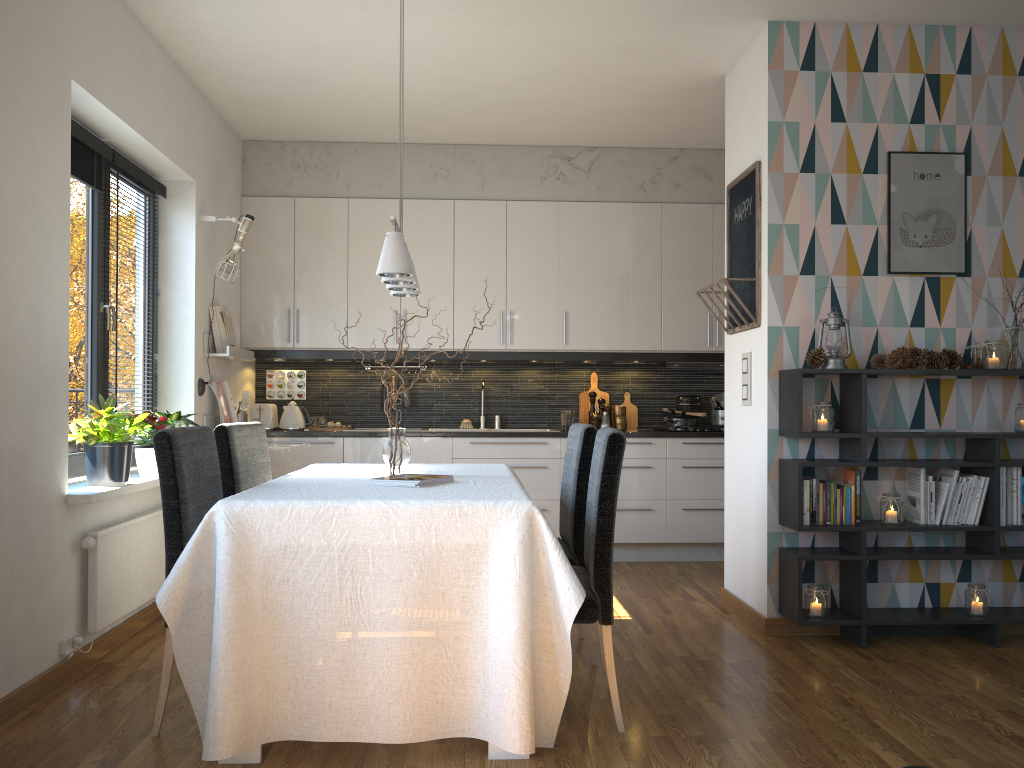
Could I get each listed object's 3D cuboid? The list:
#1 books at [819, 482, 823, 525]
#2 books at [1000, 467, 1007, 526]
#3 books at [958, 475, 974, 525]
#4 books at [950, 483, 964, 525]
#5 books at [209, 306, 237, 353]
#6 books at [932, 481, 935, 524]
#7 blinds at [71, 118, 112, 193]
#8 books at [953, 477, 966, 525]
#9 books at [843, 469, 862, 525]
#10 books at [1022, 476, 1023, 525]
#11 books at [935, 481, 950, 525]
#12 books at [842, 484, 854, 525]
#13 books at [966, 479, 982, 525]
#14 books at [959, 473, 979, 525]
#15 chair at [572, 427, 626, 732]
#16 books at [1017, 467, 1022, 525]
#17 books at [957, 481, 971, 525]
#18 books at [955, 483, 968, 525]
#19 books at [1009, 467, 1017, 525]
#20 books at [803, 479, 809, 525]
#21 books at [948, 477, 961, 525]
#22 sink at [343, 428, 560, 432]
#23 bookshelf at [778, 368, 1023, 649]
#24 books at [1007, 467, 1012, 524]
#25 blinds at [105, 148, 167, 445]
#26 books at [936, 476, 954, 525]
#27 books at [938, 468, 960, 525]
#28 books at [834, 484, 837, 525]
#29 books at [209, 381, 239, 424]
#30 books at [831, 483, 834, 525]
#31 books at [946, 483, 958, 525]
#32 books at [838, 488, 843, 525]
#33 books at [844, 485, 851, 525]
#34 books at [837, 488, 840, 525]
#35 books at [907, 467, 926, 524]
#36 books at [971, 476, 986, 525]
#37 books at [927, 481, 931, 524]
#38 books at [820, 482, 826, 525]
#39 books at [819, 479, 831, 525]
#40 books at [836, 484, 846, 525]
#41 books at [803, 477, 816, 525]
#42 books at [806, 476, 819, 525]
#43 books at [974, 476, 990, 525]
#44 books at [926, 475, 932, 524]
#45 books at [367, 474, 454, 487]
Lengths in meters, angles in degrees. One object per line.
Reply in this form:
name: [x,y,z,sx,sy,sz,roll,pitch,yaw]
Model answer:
books: [1.343,0.523,3.913,0.015,0.181,0.116,0,-1,-3]
books: [2.125,0.485,3.928,0.048,0.265,0.161,0,-1,-3]
books: [1.987,0.514,3.949,0.067,0.210,0.135,0,-1,-3]
books: [1.941,0.525,3.928,0.058,0.185,0.119,0,-1,-3]
books: [-1.722,-0.308,5.348,0.109,0.299,0.364,0,-1,-3]
books: [1.846,0.522,3.943,0.010,0.188,0.119,0,-1,-3]
blinds: [-1.866,-1.001,3.765,0.049,0.229,0.711,0,-1,-3]
books: [1.953,0.514,3.935,0.063,0.207,0.118,0,-1,-3]
books: [1.506,0.497,3.926,0.029,0.236,0.127,0,-1,-3]
books: [2.244,0.514,3.919,0.038,0.212,0.128,0,-1,-3]
books: [1.880,0.526,3.927,0.058,0.184,0.119,0,-1,-3]
books: [1.483,0.530,3.910,0.012,0.170,0.096,0,-1,-3]
books: [2.020,0.518,3.946,0.067,0.200,0.129,0,-1,-3]
books: [2.005,0.509,3.949,0.077,0.217,0.134,0,-1,-3]
chair: [0.109,0.631,3.044,0.545,0.960,0.461,0,-1,2]
books: [2.214,0.488,3.952,0.015,0.264,0.167,0,-1,-3]
books: [1.972,0.522,3.937,0.063,0.192,0.124,0,-1,-3]
books: [1.960,0.525,3.930,0.058,0.184,0.119,0,-1,-3]
books: [2.199,0.487,3.961,0.015,0.264,0.167,0,-1,-3]
books: [1.276,0.516,3.912,0.025,0.195,0.126,0,-1,-3]
books: [1.932,0.513,3.945,0.067,0.210,0.135,0,-1,-3]
sink: [-0.405,0.395,6.048,1.421,0.168,0.475,0,-1,-3]
bookshelf: [1.807,0.539,3.927,1.189,1.200,0.237,0,-1,-3]
books: [2.181,0.495,3.974,0.019,0.250,0.159,0,-1,-3]
blinds: [-1.906,-0.387,4.505,0.049,1.422,0.710,0,-1,-3]
books: [1.894,0.513,3.925,0.063,0.207,0.118,0,-1,-3]
books: [1.912,0.497,3.933,0.081,0.242,0.130,0,-1,-3]
books: [1.408,0.527,3.915,0.012,0.174,0.099,0,-1,-3]
books: [-1.714,0.144,5.295,0.138,0.330,0.283,0,-1,-5]
books: [1.394,0.524,3.922,0.015,0.181,0.116,0,-1,-3]
books: [1.919,0.525,3.933,0.058,0.184,0.119,0,-1,-3]
books: [1.433,0.536,3.912,0.013,0.155,0.100,0,-1,-3]
books: [1.466,0.532,3.909,0.022,0.165,0.096,0,-1,-3]
books: [1.420,0.536,3.910,0.013,0.155,0.100,0,-1,-3]
books: [1.798,0.494,3.946,0.021,0.245,0.130,0,-1,-3]
books: [2.037,0.513,3.943,0.067,0.210,0.135,0,-1,-3]
books: [1.825,0.521,3.941,0.011,0.190,0.119,0,-1,-3]
books: [1.358,0.523,3.915,0.015,0.181,0.116,0,-1,-3]
books: [1.376,0.521,3.922,0.021,0.187,0.121,0,-1,-3]
books: [1.447,0.530,3.914,0.014,0.169,0.109,0,-1,-3]
books: [1.304,0.514,3.916,0.032,0.200,0.123,0,-1,-3]
books: [1.328,0.512,3.918,0.014,0.203,0.115,0,-1,-3]
books: [2.049,0.513,3.931,0.067,0.210,0.135,0,-1,-3]
books: [1.835,0.511,3.948,0.010,0.212,0.118,0,-1,-3]
books: [-0.352,0.340,3.136,0.204,0.022,0.278,0,-1,24]
